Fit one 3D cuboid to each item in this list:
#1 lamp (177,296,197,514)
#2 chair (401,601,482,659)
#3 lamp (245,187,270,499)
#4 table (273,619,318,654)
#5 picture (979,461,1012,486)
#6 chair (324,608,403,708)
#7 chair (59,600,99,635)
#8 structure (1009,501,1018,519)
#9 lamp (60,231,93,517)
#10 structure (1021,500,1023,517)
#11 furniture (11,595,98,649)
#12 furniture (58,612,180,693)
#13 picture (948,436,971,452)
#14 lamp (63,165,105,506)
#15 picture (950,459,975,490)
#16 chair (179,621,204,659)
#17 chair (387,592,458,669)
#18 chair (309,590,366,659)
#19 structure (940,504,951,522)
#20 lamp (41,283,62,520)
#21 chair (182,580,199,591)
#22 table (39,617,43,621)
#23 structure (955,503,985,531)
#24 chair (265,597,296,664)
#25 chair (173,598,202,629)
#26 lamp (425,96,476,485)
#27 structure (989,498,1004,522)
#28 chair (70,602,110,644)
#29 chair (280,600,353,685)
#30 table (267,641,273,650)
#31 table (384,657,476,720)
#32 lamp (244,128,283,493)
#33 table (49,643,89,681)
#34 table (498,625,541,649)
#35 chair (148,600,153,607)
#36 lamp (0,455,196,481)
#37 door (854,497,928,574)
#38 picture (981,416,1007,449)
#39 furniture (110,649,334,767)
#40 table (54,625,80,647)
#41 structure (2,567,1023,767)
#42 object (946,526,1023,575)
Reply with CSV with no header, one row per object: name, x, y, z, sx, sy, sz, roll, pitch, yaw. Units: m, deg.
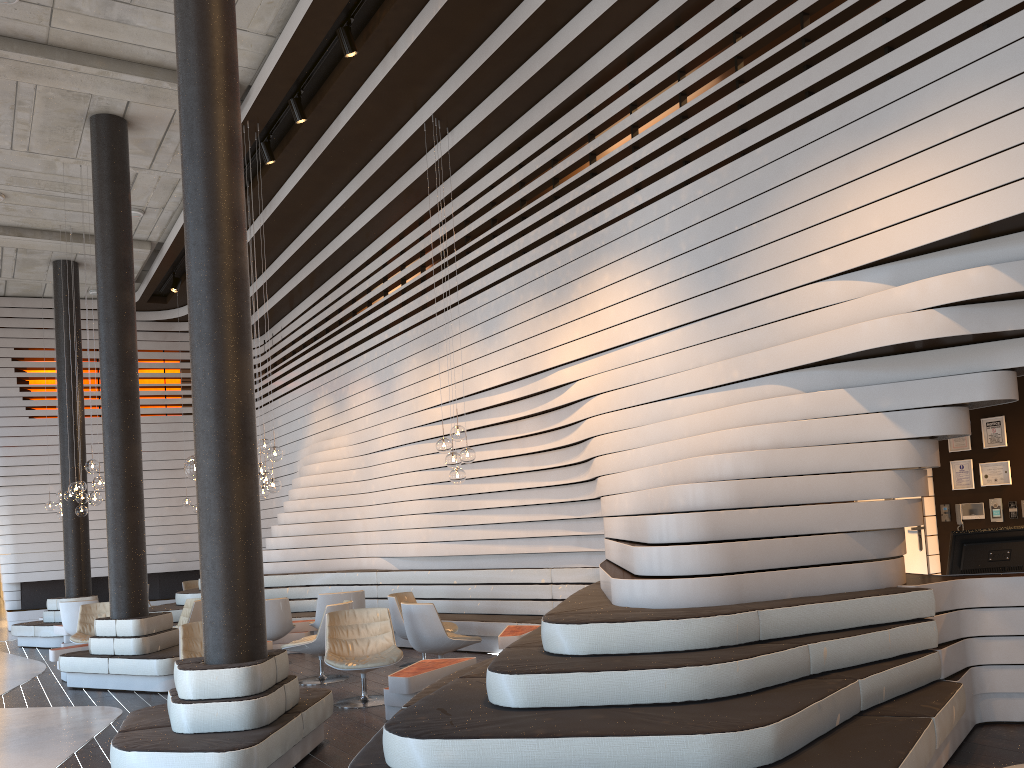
lamp,-5.712,-0.015,15.754,0.543,4.644,0.295,-3,-3,-6
chair,-0.673,2.419,8.340,0.706,0.761,0.666,0,-6,-32
lamp,-3.425,-0.820,11.532,0.291,4.644,0.551,-2,-4,-36
table,-2.867,3.179,11.046,0.906,0.368,0.417,-4,-6,2
picture,4.196,0.780,7.659,0.014,0.200,0.266,-2,-7,-32
chair,-1.276,2.333,7.543,0.654,0.761,0.720,-2,-6,-15
chair,-5.806,3.328,12.079,0.658,0.761,0.715,-4,-6,6
structure,4.286,1.077,7.536,0.019,0.146,0.064,-2,-4,-32
lamp,-6.318,-0.376,12.844,0.277,4.598,0.544,-5,-3,20
structure,4.362,1.045,7.410,0.020,0.141,0.144,-2,-6,-32
furniture,-7.025,3.682,13.696,1.268,0.717,1.799,2,-10,-35
furniture,-3.774,2.803,9.392,1.789,0.717,1.275,-8,-9,29
picture,4.018,0.473,7.931,0.014,0.261,0.205,-2,-5,-32
lamp,-5.103,-0.868,10.548,0.297,4.644,0.541,-6,-4,44
picture,4.040,0.815,7.914,0.014,0.261,0.205,-2,-5,-32
chair,-2.434,2.378,7.369,0.652,0.761,0.721,0,-7,-31
chair,-0.938,2.591,9.334,0.713,0.761,0.659,-5,-6,13
chair,-2.057,2.842,10.484,0.653,0.761,0.721,-1,-6,-24
structure,3.969,1.180,8.068,0.009,0.154,0.087,-2,-5,-32
lamp,-7.916,0.046,15.261,0.277,4.598,0.544,-5,-3,17
chair,-5.456,3.860,15.617,0.718,0.761,0.655,-7,-6,32
table,-7.483,4.057,14.793,0.418,0.367,0.904,-8,-9,36
structure,4.089,1.193,7.867,0.026,0.252,0.261,-2,-6,-33
chair,-2.823,2.834,10.121,0.654,0.761,0.719,-3,-6,-11
chair,-4.012,2.966,10.487,0.706,0.761,0.666,-1,-6,-28
lamp,-0.724,-1.313,8.995,0.335,4.683,0.531,-5,-3,20
structure,4.211,1.097,7.667,0.012,0.200,0.106,-2,-4,-32
chair,-5.022,3.078,10.795,0.654,0.761,0.719,-2,-6,-14
chair,-1.926,2.571,8.802,0.712,0.761,0.660,-5,-5,9
table,-2.717,2.842,8.950,0.414,0.367,0.913,-4,-8,6
table,-0.681,2.391,6.891,0.418,0.367,0.905,-7,-9,31
lamp,-2.805,-1.156,9.694,0.308,4.710,0.670,-2,-3,-23
table,-4.761,3.136,10.006,0.901,0.368,0.419,3,-9,-38
table,0.127,2.638,8.795,0.414,0.367,0.913,-4,-8,6
chair,-5.879,3.715,14.521,0.706,0.761,0.666,-1,-6,-27
lamp,1.533,-2.285,3.046,8.983,4.580,42.559,1,-10,-31
door,3.378,1.420,7.851,0.965,2.092,0.165,-1,-4,-31
picture,4.185,0.420,7.657,0.014,0.261,0.205,-2,-5,-32
furniture,-1.936,2.081,5.516,1.276,0.716,1.787,-4,-8,4
table,-6.140,3.655,12.769,0.901,0.368,0.419,0,-7,-23
structure,-2.522,2.953,11.524,5.742,0.920,18.487,2,-11,-34
object,3.284,1.246,6.004,0.598,0.550,0.370,-5,-5,9
